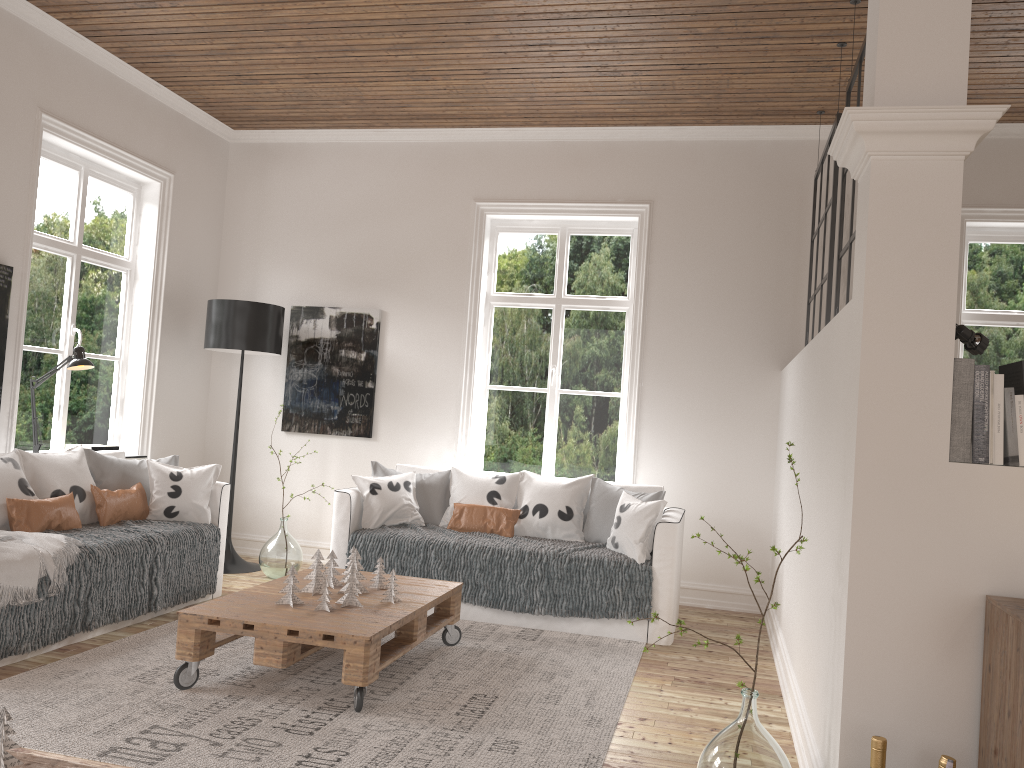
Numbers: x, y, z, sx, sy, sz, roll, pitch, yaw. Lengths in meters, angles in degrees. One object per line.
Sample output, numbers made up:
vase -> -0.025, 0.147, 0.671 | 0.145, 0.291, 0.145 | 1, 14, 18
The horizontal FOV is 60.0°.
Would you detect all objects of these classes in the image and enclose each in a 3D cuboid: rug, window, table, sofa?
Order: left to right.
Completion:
table -> -1.325, 0.927, 1.402 | 0.821, 0.300, 1.189 | 3, -2, 13
sofa -> -2.244, 0.736, 4.220 | 0.866, 0.776, 1.960 | 3, -2, 13
window -> -2.653, -0.439, 5.387 | 0.120, 1.872, 1.055 | 3, -2, 13
table -> -0.767, 1.061, 3.824 | 0.821, 0.300, 1.189 | 3, -2, 13
rug -> -0.650, 1.218, 3.793 | 2.254, 0.003, 2.474 | 3, -2, 13
sofa -> 0.000, 0.931, 5.225 | 1.960, 0.776, 0.866 | 3, -2, 13
window -> 0.297, -0.205, 6.137 | 1.055, 1.872, 0.120 | 3, -2, 13
window -> 3.273, -0.026, 5.427 | 1.055, 1.872, 0.120 | 3, -2, 13

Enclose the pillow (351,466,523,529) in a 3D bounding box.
pillow -> -0.454, 0.706, 5.307 | 1.020, 0.414, 0.417 | 4, -2, -5

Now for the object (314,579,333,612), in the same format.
object -> -0.749, 0.839, 3.542 | 0.068, 0.124, 0.072 | 4, -2, -2

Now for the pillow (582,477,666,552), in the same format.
pillow -> 0.646, 0.777, 5.095 | 0.292, 0.437, 0.546 | 6, -3, -43

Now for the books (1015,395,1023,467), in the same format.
books -> 1.326, 0.123, 2.344 | 0.042, 0.185, 0.125 | 3, -2, 13

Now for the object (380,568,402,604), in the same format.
object -> -0.510, 0.856, 3.775 | 0.072, 0.142, 0.073 | 3, -2, 21

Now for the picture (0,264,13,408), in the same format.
picture -> -2.737, -0.179, 4.295 | 0.041, 0.908, 0.680 | 3, -2, 13

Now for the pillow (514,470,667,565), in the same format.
pillow -> 0.449, 0.751, 5.065 | 1.081, 0.450, 0.403 | 2, -3, 37

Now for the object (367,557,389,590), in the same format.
object -> -0.602, 0.857, 4.036 | 0.075, 0.147, 0.075 | 6, -3, -45

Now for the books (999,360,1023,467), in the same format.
books -> 1.349, 0.081, 2.376 | 0.038, 0.274, 0.200 | 3, -2, 13

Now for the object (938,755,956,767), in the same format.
object -> 1.000, 1.077, 2.144 | 0.127, 0.361, 0.094 | 3, -2, 13

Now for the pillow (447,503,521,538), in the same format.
pillow -> -0.166, 0.799, 5.171 | 0.420, 0.179, 0.127 | 3, -2, 15

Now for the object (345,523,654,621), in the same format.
object -> -0.036, 1.029, 5.077 | 1.704, 0.390, 0.656 | 3, -2, 14

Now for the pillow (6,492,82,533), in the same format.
pillow -> -2.181, 0.629, 4.151 | 0.116, 0.220, 0.414 | 3, -2, 14

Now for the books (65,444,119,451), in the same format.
books -> -2.565, 0.389, 5.420 | 0.190, 0.028, 0.239 | 3, -2, 15

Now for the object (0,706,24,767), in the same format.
object -> -1.033, 0.732, 1.792 | 0.082, 0.160, 0.082 | 4, -2, 2

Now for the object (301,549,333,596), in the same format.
object -> -0.848, 0.810, 3.849 | 0.106, 0.193, 0.112 | 2, -3, 41

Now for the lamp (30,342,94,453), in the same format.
lamp -> -2.549, 0.113, 4.969 | 0.439, 0.703, 0.196 | 3, -2, 13

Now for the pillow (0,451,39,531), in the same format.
pillow -> -2.321, 0.517, 3.783 | 0.417, 0.414, 1.020 | 4, -2, -5

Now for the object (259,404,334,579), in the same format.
object -> -1.391, 0.698, 5.802 | 0.275, 1.117, 0.515 | 3, -3, 30

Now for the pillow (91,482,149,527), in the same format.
pillow -> -2.039, 0.633, 4.638 | 0.117, 0.235, 0.414 | 3, -2, 13

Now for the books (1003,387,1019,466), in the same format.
books -> 1.305, 0.114, 2.354 | 0.044, 0.203, 0.141 | 3, -2, 13

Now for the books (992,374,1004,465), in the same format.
books -> 1.284, 0.097, 2.394 | 0.031, 0.236, 0.200 | 3, -2, 13

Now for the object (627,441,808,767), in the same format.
object -> 0.587, 0.707, 2.528 | 0.515, 1.117, 0.275 | 5, -2, -20

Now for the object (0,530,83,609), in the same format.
object -> -2.202, 0.733, 3.766 | 0.729, 0.255, 0.588 | 3, -2, 17

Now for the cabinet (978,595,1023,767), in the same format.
cabinet -> 1.827, 0.940, 1.874 | 1.432, 0.750, 0.408 | 3, -2, 13

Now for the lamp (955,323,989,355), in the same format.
lamp -> 1.302, -0.126, 2.582 | 0.156, 0.101, 0.101 | 3, -2, 13

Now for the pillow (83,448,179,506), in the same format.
pillow -> -2.113, 0.577, 4.884 | 0.546, 0.437, 0.292 | 6, -3, -43

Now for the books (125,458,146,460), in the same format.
books -> -2.504, 0.475, 5.687 | 0.187, 0.014, 0.248 | 4, -2, 12

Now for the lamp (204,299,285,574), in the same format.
lamp -> -1.844, 0.341, 5.929 | 0.499, 1.754, 0.499 | 4, -2, 10

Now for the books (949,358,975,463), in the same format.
books -> 1.197, 0.073, 2.411 | 0.050, 0.271, 0.200 | 3, -2, 13

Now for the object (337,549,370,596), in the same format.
object -> -0.690, 0.822, 3.902 | 0.107, 0.195, 0.113 | 3, -2, 20

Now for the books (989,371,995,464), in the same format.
books -> 1.267, 0.092, 2.397 | 0.019, 0.243, 0.205 | 3, -2, 13

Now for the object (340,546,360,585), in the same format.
object -> -0.739, 0.836, 4.107 | 0.090, 0.176, 0.090 | 5, -2, -25

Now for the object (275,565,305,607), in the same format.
object -> -0.894, 0.812, 3.599 | 0.093, 0.161, 0.088 | 3, -2, 23

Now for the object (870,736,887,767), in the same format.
object -> 0.889, 1.057, 2.169 | 0.095, 0.377, 0.095 | 6, -3, -41

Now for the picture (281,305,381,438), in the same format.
picture -> -1.288, -0.093, 6.316 | 0.680, 0.908, 0.041 | 3, -2, 13

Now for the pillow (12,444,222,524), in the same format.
pillow -> -2.081, 0.561, 4.686 | 0.403, 0.450, 1.081 | 2, -3, 37

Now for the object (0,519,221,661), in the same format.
object -> -2.101, 0.892, 4.187 | 0.651, 0.423, 1.680 | 3, -2, 14

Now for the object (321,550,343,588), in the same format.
object -> -0.817, 0.833, 4.020 | 0.095, 0.164, 0.090 | 3, -2, 20

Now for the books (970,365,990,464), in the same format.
books -> 1.243, 0.083, 2.398 | 0.046, 0.257, 0.193 | 3, -2, 13

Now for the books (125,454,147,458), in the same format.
books -> -2.509, 0.462, 5.692 | 0.202, 0.012, 0.251 | 3, -2, 15

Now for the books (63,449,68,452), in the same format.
books -> -2.567, 0.415, 5.429 | 0.212, 0.023, 0.258 | 3, -2, 13

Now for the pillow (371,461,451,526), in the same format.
pillow -> -0.620, 0.699, 5.432 | 0.541, 0.431, 0.282 | 4, -2, -13

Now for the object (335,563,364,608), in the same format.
object -> -0.666, 0.822, 3.657 | 0.097, 0.178, 0.103 | 5, -2, -24
